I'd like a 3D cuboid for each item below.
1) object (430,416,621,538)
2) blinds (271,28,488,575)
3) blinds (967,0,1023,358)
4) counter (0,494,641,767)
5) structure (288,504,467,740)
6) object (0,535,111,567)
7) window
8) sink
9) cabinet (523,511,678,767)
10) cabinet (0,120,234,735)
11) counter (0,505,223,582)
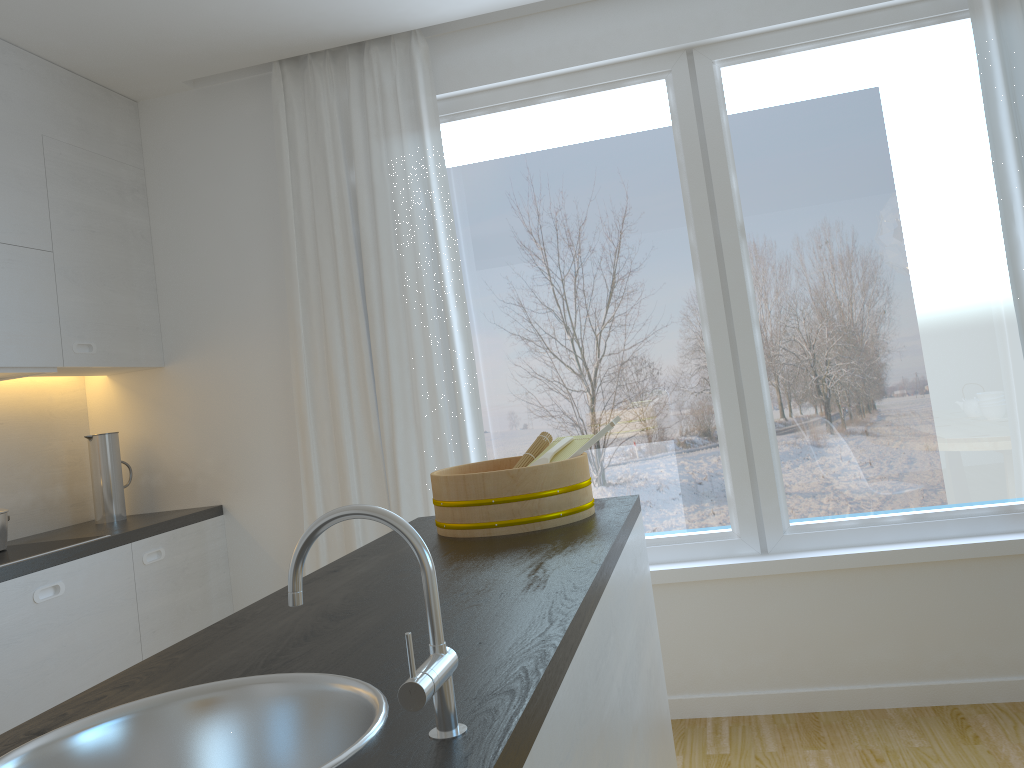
[{"bbox_3d":[0.013,0.217,2.119,0.376,0.215,0.430,-9,-2,40],"label":"object"},{"bbox_3d":[-0.561,-0.332,3.455,0.793,2.169,0.149,-8,-4,12],"label":"blinds"},{"bbox_3d":[2.018,-0.677,2.904,0.793,2.169,0.149,-8,-4,12],"label":"blinds"},{"bbox_3d":[-0.219,0.365,1.166,0.599,0.040,2.398,-8,-1,12],"label":"counter"},{"bbox_3d":[-0.141,0.222,0.805,0.162,0.216,0.096,-8,-4,12],"label":"structure"},{"bbox_3d":[-1.702,0.558,2.740,0.561,0.013,0.653,-8,-1,12],"label":"object"},{"bbox_3d":[0.810,-0.329,3.353,2.721,1.926,0.088,-8,-4,12],"label":"window"},{"bbox_3d":[-0.313,0.428,0.862,0.405,0.157,0.401,-7,-1,-36],"label":"sink"},{"bbox_3d":[-0.157,0.836,1.131,0.599,0.913,2.398,-8,-1,12],"label":"cabinet"},{"bbox_3d":[-1.808,0.260,2.160,0.480,2.309,3.197,-8,-2,12],"label":"cabinet"},{"bbox_3d":[-1.697,0.575,2.734,0.599,0.040,1.998,-8,-1,12],"label":"counter"}]
